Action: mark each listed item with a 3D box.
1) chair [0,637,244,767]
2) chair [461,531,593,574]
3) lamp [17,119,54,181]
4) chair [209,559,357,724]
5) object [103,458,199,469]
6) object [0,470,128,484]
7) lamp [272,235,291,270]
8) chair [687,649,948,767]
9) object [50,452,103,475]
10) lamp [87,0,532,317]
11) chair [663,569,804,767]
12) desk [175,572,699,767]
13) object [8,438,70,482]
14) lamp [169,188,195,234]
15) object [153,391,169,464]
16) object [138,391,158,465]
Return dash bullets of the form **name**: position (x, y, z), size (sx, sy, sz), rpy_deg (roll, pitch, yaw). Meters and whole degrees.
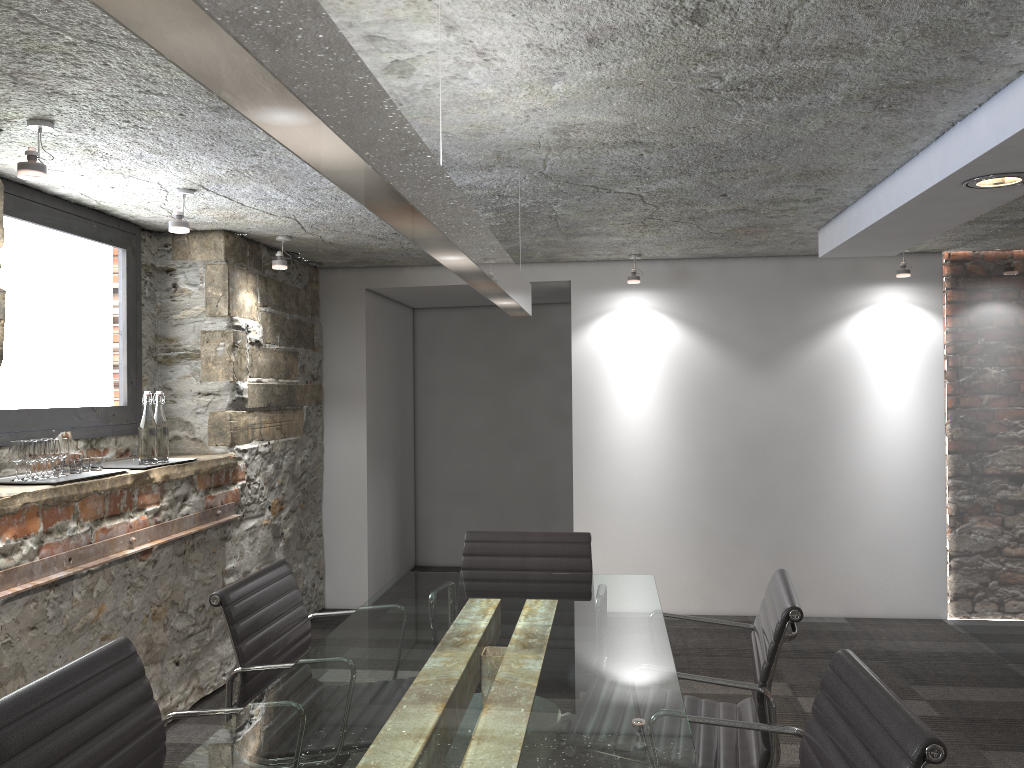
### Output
- **chair**: position (-0.593, 0.962, 1.666), size (0.667, 0.837, 0.693), rpy_deg (-1, 0, -3)
- **chair**: position (0.027, 0.966, 3.031), size (0.693, 0.837, 0.667), rpy_deg (-1, 0, -1)
- **lamp**: position (-1.368, -0.672, 2.549), size (0.077, 0.165, 0.098), rpy_deg (-1, -1, 39)
- **chair**: position (-0.479, 0.968, 2.538), size (0.667, 0.837, 0.693), rpy_deg (-1, 0, -2)
- **object**: position (-1.545, 0.328, 3.671), size (0.310, 0.007, 0.457), rpy_deg (-1, 0, 6)
- **object**: position (-1.607, 0.325, 3.111), size (0.310, 0.007, 0.457), rpy_deg (-1, 0, 6)
- **lamp**: position (-1.157, -0.659, 4.452), size (0.077, 0.165, 0.098), rpy_deg (-1, -1, 39)
- **chair**: position (0.381, 0.951, 1.574), size (0.667, 0.837, 0.693), rpy_deg (-1, 0, -4)
- **object**: position (-1.588, 0.286, 3.223), size (0.111, 0.072, 0.191), rpy_deg (-1, 0, 14)
- **lamp**: position (-0.142, -0.515, 1.612), size (0.073, 0.524, 3.159), rpy_deg (-1, 0, 6)
- **chair**: position (0.471, 0.957, 2.416), size (0.667, 0.837, 0.693), rpy_deg (-1, 0, 4)
- **desk**: position (-0.122, 1.021, 1.601), size (0.909, 0.711, 3.154), rpy_deg (-1, 0, 6)
- **object**: position (-1.604, 0.255, 3.008), size (0.108, 0.131, 0.218), rpy_deg (-1, 0, 5)
- **lamp**: position (-1.272, -0.666, 3.415), size (0.077, 0.165, 0.098), rpy_deg (-1, -1, 39)
- **object**: position (-1.477, 0.181, 3.716), size (0.073, 0.300, 0.073), rpy_deg (0, 0, -25)
- **object**: position (-1.488, 0.181, 3.624), size (0.073, 0.300, 0.073), rpy_deg (0, 0, -25)
